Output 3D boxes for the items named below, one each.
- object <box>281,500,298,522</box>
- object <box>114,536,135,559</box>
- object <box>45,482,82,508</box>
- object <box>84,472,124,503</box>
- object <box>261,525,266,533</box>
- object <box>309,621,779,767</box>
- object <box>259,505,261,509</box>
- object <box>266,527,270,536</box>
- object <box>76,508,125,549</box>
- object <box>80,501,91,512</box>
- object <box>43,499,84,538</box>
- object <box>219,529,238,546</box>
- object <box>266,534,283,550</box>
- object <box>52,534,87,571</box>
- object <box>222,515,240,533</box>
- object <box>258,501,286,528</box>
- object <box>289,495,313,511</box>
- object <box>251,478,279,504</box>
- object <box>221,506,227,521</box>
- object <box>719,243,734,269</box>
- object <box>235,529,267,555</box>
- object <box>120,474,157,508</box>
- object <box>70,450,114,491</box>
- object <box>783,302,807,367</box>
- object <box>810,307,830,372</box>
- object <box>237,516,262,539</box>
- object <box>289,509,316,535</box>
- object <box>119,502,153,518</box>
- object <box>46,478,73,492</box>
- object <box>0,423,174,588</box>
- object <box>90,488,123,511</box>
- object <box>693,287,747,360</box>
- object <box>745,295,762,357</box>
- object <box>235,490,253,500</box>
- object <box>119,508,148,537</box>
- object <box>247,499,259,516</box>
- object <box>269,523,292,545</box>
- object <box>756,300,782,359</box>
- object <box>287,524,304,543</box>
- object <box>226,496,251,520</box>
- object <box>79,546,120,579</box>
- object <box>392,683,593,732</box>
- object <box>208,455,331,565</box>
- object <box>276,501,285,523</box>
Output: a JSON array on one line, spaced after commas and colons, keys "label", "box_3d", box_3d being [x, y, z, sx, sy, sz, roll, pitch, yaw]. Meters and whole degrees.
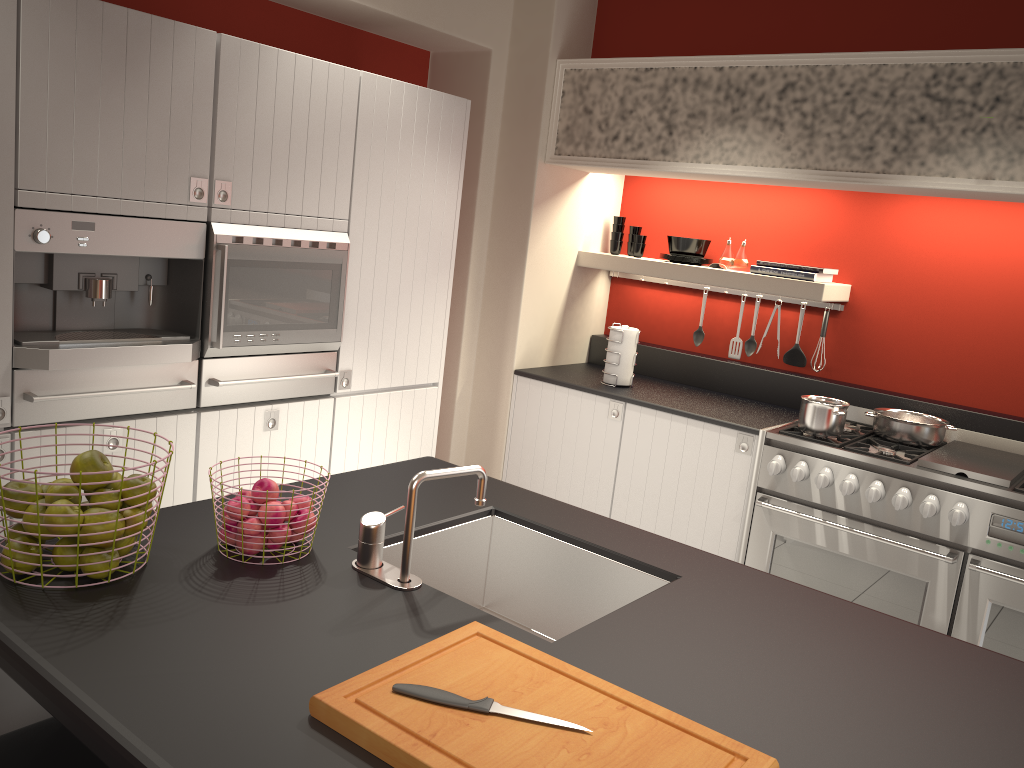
[{"label": "object", "box_3d": [-0.473, 0.268, 1.871, 0.041, 0.044, 0.045, 8, 10, 7]}, {"label": "object", "box_3d": [-0.777, 0.301, 1.723, 0.084, 0.079, 0.086, 5, 10, -7]}, {"label": "object", "box_3d": [-0.834, 0.212, 1.650, 0.062, 0.061, 0.057, -1, 13, -37]}, {"label": "object", "box_3d": [-0.802, 0.206, 1.752, 0.078, 0.076, 0.071, 8, 10, 7]}, {"label": "object", "box_3d": [-0.551, 0.317, 1.892, 0.050, 0.049, 0.049, 7, 10, 4]}, {"label": "object", "box_3d": [0.042, 0.507, 1.275, 0.571, 0.033, 0.373, 14, 13, 35]}, {"label": "object", "box_3d": [-0.526, 0.246, 1.886, 0.041, 0.044, 0.045, 8, 10, 7]}, {"label": "object", "box_3d": [-0.532, 0.309, 1.948, 0.050, 0.049, 0.049, 7, 10, 4]}, {"label": "object", "box_3d": [-0.761, 0.265, 1.642, 0.082, 0.082, 0.082, 7, 10, 4]}, {"label": "object", "box_3d": [-0.834, 0.259, 1.769, 0.064, 0.060, 0.064, 13, 12, 32]}, {"label": "object", "box_3d": [-0.808, 0.243, 1.601, 0.067, 0.068, 0.067, 7, 10, 0]}, {"label": "object", "box_3d": [-0.592, 0.316, 1.871, 0.050, 0.049, 0.049, 7, 10, 4]}, {"label": "object", "box_3d": [-0.502, 0.332, 1.873, 0.040, 0.039, 0.039, 6, 10, -4]}, {"label": "object", "box_3d": [-0.822, 0.315, 1.658, 0.068, 0.068, 0.068, -2, 14, -41]}, {"label": "object", "box_3d": [-0.573, 0.286, 1.818, 0.041, 0.041, 0.040, 4, 11, -16]}, {"label": "object", "box_3d": [-0.492, 0.268, 1.819, 0.056, 0.055, 0.051, -1, 13, -37]}, {"label": "object", "box_3d": [-0.460, 0.267, 1.921, 0.056, 0.050, 0.055, 4, 11, -14]}, {"label": "object", "box_3d": [-0.512, 0.224, 1.842, 0.056, 0.058, 0.056, 5, 10, -7]}, {"label": "object", "box_3d": [-0.578, 0.276, 1.860, 0.060, 0.059, 0.059, -2, 13, -40]}, {"label": "object", "box_3d": [1.088, -0.648, 4.481, 0.076, 0.131, 0.077, 5, 10, -10]}, {"label": "object", "box_3d": [-0.540, 0.323, 1.835, 0.062, 0.057, 0.061, 14, 13, 37]}, {"label": "object", "box_3d": [-0.719, 0.207, 1.707, 0.067, 0.064, 0.067, 15, 13, 37]}, {"label": "object", "box_3d": [-0.801, 0.165, 1.692, 0.078, 0.080, 0.078, 14, 13, 37]}, {"label": "object", "box_3d": [1.453, -0.249, 4.477, 0.123, 0.330, 0.040, 14, 13, 37]}, {"label": "object", "box_3d": [1.535, -0.218, 4.391, 0.069, 0.327, 0.069, 9, 10, 15]}, {"label": "object", "box_3d": [-0.533, 0.291, 1.798, 0.048, 0.046, 0.048, 6, 10, -3]}, {"label": "object", "box_3d": [-0.443, 0.292, 1.881, 0.055, 0.056, 0.055, -3, 14, -42]}, {"label": "object", "box_3d": [-0.744, 0.245, 1.747, 0.067, 0.064, 0.066, 16, 14, 41]}, {"label": "object", "box_3d": [-0.871, 0.213, 1.723, 0.062, 0.061, 0.057, -1, 13, -37]}, {"label": "object", "box_3d": [-0.830, 0.227, 1.688, 0.341, 0.232, 0.341, 3, 11, -19]}, {"label": "object", "box_3d": [-0.769, 0.223, 1.682, 0.056, 0.054, 0.057, 8, 10, 9]}, {"label": "object", "box_3d": [1.107, -0.325, 4.718, 0.287, 0.350, 0.022, 15, 13, 38]}, {"label": "object", "box_3d": [1.256, -0.301, 4.603, 0.067, 0.323, 0.022, 14, 12, 36]}, {"label": "object", "box_3d": [-0.569, 0.251, 1.901, 0.048, 0.049, 0.049, -4, 14, -44]}, {"label": "object", "box_3d": [-0.726, 0.263, 1.689, 0.057, 0.057, 0.055, 12, 12, 29]}, {"label": "object", "box_3d": [-0.546, 0.259, 1.838, 0.041, 0.039, 0.041, -1, 13, -36]}, {"label": "object", "box_3d": [-0.480, 0.310, 1.837, 0.046, 0.043, 0.046, 4, 11, -13]}, {"label": "object", "box_3d": [1.334, -0.285, 4.545, 0.124, 0.296, 0.009, 14, 13, 37]}, {"label": "object", "box_3d": [-0.473, 0.320, 1.926, 0.050, 0.049, 0.049, 7, 10, 4]}, {"label": "object", "box_3d": [-0.555, 0.253, 1.797, 0.048, 0.046, 0.048, 5, 10, -7]}, {"label": "object", "box_3d": [-0.763, 0.326, 1.641, 0.068, 0.068, 0.068, -2, 14, -41]}, {"label": "object", "box_3d": [-0.029, 0.472, 1.300, 0.302, 0.010, 0.036, 8, 10, 8]}, {"label": "object", "box_3d": [-0.513, 0.266, 1.869, 0.248, 0.168, 0.248, 11, 11, 25]}, {"label": "object", "box_3d": [-0.509, 0.279, 1.908, 0.055, 0.056, 0.055, -3, 14, -42]}]
